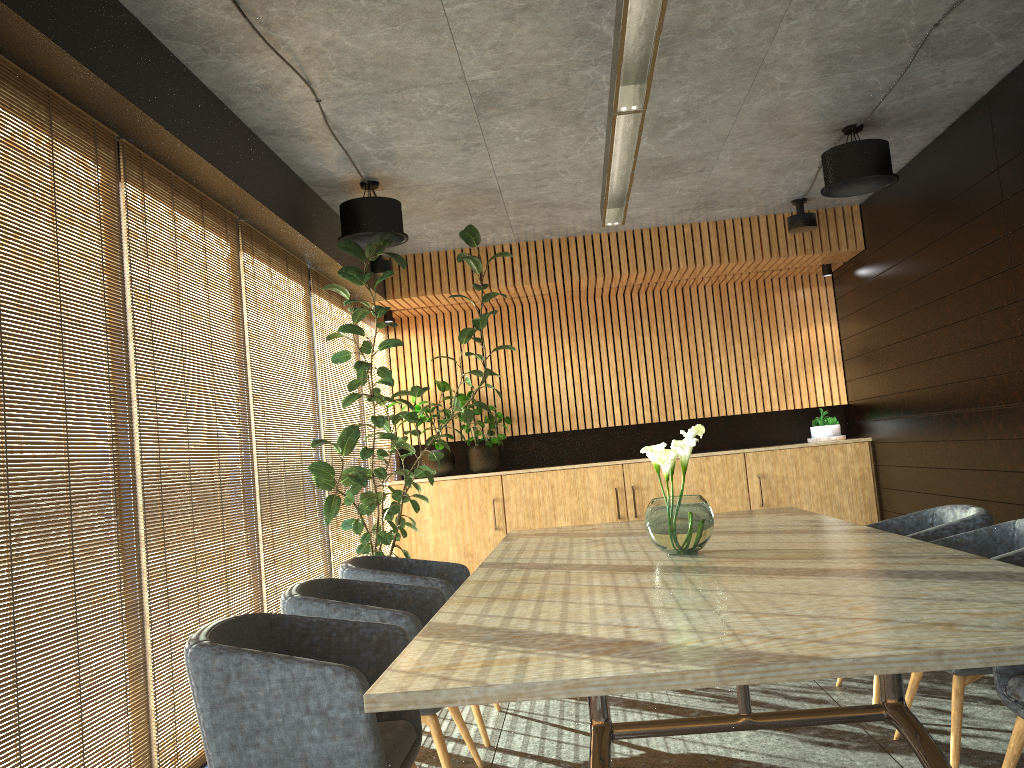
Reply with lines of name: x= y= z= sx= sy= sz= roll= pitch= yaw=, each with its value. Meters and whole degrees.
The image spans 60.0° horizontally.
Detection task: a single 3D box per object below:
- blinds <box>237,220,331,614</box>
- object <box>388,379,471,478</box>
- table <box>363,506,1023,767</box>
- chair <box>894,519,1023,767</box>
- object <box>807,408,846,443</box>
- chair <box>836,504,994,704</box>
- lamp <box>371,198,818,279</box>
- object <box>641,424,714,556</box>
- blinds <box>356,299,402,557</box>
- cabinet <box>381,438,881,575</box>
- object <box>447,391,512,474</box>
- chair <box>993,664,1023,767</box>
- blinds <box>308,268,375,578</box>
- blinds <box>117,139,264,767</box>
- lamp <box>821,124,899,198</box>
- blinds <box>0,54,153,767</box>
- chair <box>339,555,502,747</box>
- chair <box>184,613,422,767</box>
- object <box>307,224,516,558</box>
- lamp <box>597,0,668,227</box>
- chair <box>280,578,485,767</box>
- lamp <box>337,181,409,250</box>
blinds: x=-1.544 y=0.508 z=6.231 sx=0.039 sy=3.038 sz=1.422 roll=-6 pitch=-5 yaw=4
object: x=-0.877 y=0.473 z=9.475 sx=0.640 sy=1.054 sz=0.666 roll=-1 pitch=-7 yaw=-44
table: x=0.778 y=1.184 z=3.750 sx=1.816 sy=0.927 sz=3.932 roll=-6 pitch=-5 yaw=4
chair: x=2.011 y=1.055 z=3.664 sx=0.761 sy=0.944 sz=0.706 roll=-6 pitch=-5 yaw=4
object: x=3.286 y=0.428 z=9.314 sx=0.384 sy=0.347 sz=0.384 roll=-8 pitch=-5 yaw=26
chair: x=2.080 y=1.123 z=4.559 sx=0.761 sy=0.944 sz=0.706 roll=-6 pitch=-5 yaw=4
lamp: x=0.690 y=-1.358 z=8.231 sx=4.179 sy=0.294 sz=0.257 roll=-6 pitch=-5 yaw=4
object: x=0.708 y=0.456 z=3.833 sx=0.295 sy=0.546 sz=0.322 roll=-6 pitch=-5 yaw=14
blinds: x=-1.315 y=0.731 z=9.176 sx=0.039 sy=3.038 sz=1.422 roll=-6 pitch=-5 yaw=4
cabinet: x=1.198 y=1.438 z=9.327 sx=4.954 sy=1.272 sz=1.006 roll=-6 pitch=-5 yaw=4
object: x=-0.360 y=0.508 z=9.417 sx=0.679 sy=0.880 sz=0.512 roll=-6 pitch=-5 yaw=7
chair: x=1.942 y=0.987 z=2.770 sx=0.761 sy=0.944 sz=0.706 roll=-6 pitch=-5 yaw=4
blinds: x=-1.429 y=0.621 z=7.716 sx=0.039 sy=3.038 sz=1.422 roll=-6 pitch=-5 yaw=4
blinds: x=-1.657 y=0.397 z=4.772 sx=0.039 sy=3.038 sz=1.422 roll=-6 pitch=-5 yaw=4
lamp: x=2.420 y=-1.597 z=6.248 sx=0.513 sy=0.497 sz=0.513 roll=-8 pitch=-6 yaw=33
blinds: x=-1.574 y=0.071 z=0.731 sx=1.388 sy=3.075 sz=6.486 roll=-4 pitch=-5 yaw=-15
chair: x=-0.502 y=1.379 z=4.740 sx=0.761 sy=0.944 sz=0.706 roll=-6 pitch=-5 yaw=4
chair: x=-0.640 y=1.243 z=2.951 sx=0.761 sy=0.944 sz=0.706 roll=-6 pitch=-5 yaw=4
object: x=-1.038 y=0.459 z=7.159 sx=1.958 sy=3.266 sz=1.875 roll=-10 pitch=-6 yaw=42
lamp: x=0.497 y=-1.518 z=3.990 sx=0.151 sy=0.618 sz=4.009 roll=-6 pitch=-5 yaw=4
chair: x=-0.571 y=1.311 z=3.845 sx=0.761 sy=0.944 sz=0.706 roll=-6 pitch=-5 yaw=4
lamp: x=-1.032 y=-1.255 z=6.490 sx=0.513 sy=0.497 sz=0.513 roll=-3 pitch=-5 yaw=-25
